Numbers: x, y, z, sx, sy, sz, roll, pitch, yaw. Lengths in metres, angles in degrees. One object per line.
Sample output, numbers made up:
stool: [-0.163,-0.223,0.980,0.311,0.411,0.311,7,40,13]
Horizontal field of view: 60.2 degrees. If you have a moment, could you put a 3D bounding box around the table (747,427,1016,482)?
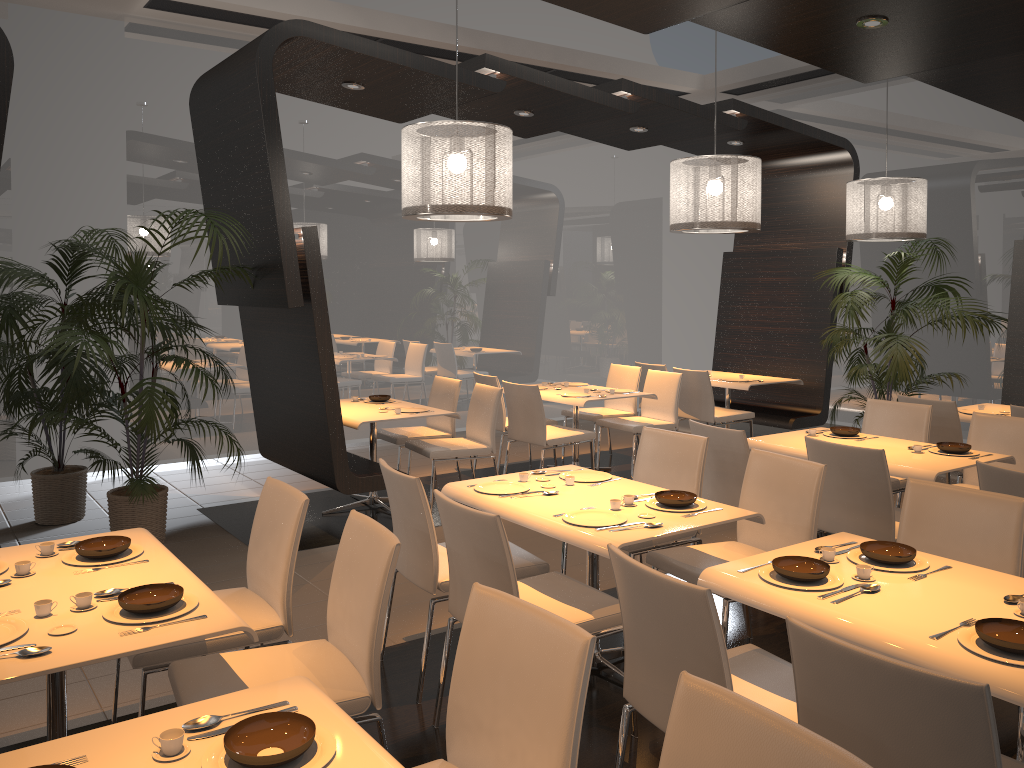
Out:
table: [2.077,0.696,4.928,1.054,0.723,1.151,-3,6,-35]

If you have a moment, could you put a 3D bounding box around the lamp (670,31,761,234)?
lamp: [1.431,-2.039,6.214,0.627,1.925,0.628,0,2,-7]

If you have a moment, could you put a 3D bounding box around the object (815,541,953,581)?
object: [1.158,0.544,2.820,0.304,0.044,0.366,-5,8,-36]

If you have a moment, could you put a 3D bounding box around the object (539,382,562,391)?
object: [0.254,0.020,7.624,0.335,0.038,0.378,-5,8,-41]

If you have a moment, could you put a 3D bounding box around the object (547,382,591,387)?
object: [0.493,-0.009,7.890,0.378,0.038,0.336,6,9,44]

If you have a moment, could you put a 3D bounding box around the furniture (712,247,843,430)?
furniture: [2.448,-0.504,8.807,0.758,1.670,1.406,-2,4,-35]

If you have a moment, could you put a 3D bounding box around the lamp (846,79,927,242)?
lamp: [3.147,-2.172,7.420,0.627,1.925,0.628,0,2,-3]

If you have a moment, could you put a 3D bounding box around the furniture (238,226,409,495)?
furniture: [-1.358,-0.207,6.131,0.758,1.670,1.406,-2,4,-35]

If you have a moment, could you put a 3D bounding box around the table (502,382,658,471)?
table: [0.543,0.413,7.511,0.801,0.723,1.151,-3,6,-35]

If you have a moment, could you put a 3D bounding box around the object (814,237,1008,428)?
object: [3.352,-0.280,7.719,1.505,2.054,1.566,-1,4,-22]

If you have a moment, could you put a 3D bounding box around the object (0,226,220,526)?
object: [-3.065,-0.101,6.125,1.561,2.054,1.510,1,4,17]

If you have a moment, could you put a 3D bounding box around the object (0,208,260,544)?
object: [-2.261,-0.018,5.366,1.564,2.054,1.508,-3,5,-41]

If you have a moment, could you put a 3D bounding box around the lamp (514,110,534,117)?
lamp: [0.095,-2.187,7.105,0.161,0.055,0.162,-5,8,-40]

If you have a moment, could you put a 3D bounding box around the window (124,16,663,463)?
window: [-0.669,-1.437,9.358,6.590,3.968,0.070,-4,4,-35]

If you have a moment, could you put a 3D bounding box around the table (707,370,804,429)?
table: [2.102,0.293,8.599,0.801,0.723,1.151,-3,6,-35]

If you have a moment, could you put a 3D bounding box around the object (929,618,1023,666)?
object: [1.253,0.619,2.136,0.304,0.044,0.366,-5,8,-36]

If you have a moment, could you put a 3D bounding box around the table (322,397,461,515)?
table: [-1.009,0.533,6.433,0.801,0.723,1.151,-3,6,-35]

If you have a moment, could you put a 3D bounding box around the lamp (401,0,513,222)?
lamp: [-0.311,-1.903,4.989,0.627,1.925,0.628,0,2,-7]

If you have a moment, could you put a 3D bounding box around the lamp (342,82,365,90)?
lamp: [-1.122,-2.120,6.247,0.160,0.054,0.161,-3,7,-29]

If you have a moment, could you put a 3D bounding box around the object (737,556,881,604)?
object: [0.906,0.563,2.650,0.304,0.044,0.366,-5,8,-36]

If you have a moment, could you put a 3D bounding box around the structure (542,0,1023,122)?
structure: [0.792,-1.074,3.035,10.679,1.731,2.910,-4,7,-35]

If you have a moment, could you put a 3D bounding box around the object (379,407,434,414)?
object: [-0.768,0.172,6.248,0.378,0.038,0.336,6,9,44]

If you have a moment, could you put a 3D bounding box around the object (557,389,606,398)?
object: [0.579,0.076,7.110,0.335,0.038,0.378,-5,8,-41]

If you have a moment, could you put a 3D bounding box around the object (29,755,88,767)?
object: [-0.757,0.695,1.457,0.304,0.044,0.366,-5,8,-36]

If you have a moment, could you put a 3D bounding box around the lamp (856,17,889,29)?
lamp: [1.942,-1.960,4.763,0.161,0.050,0.162,-3,7,-29]

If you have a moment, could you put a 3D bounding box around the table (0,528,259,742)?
table: [-1.317,0.959,2.559,0.801,0.723,1.151,-3,6,-35]

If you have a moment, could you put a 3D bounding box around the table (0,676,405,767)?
table: [-0.445,1.093,1.332,0.801,0.723,1.151,-3,6,-35]

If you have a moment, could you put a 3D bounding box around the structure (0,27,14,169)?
structure: [-5.322,-1.095,3.307,5.943,1.722,1.406,-4,5,-35]

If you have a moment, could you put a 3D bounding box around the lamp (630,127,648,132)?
lamp: [1.122,-2.267,7.827,0.161,0.055,0.162,-5,8,-40]

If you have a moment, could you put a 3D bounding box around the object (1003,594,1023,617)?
object: [1.521,0.595,2.351,0.304,0.044,0.366,-5,8,-36]

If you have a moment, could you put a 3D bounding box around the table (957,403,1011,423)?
table: [3.618,0.578,5.993,0.801,0.723,1.151,-3,6,-35]

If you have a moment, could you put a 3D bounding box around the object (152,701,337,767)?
object: [-0.491,0.673,1.656,0.304,0.044,0.366,-5,8,-36]

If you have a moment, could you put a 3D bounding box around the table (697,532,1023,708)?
table: [1.227,0.963,2.502,0.801,0.723,1.151,-3,6,-35]

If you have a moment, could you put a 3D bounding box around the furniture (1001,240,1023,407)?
furniture: [4.638,-0.172,5.776,0.758,1.669,2.910,-2,5,-35]

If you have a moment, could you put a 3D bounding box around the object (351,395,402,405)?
object: [-1.048,0.114,6.752,0.304,0.044,0.366,-5,8,-36]

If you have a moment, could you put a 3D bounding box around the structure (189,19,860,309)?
structure: [0.536,-1.551,7.425,5.943,1.722,1.406,-4,5,-35]

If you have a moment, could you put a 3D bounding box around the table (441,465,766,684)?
table: [0.338,0.832,3.701,0.801,0.723,1.151,-3,6,-35]

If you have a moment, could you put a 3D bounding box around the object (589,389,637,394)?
object: [0.836,0.047,7.378,0.378,0.038,0.336,6,9,44]

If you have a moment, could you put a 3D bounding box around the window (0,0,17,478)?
window: [-6.558,-0.978,5.218,6.590,3.968,0.070,-4,4,-35]

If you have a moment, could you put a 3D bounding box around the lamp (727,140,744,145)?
lamp: [2.166,-2.349,8.560,0.161,0.055,0.162,-5,8,-40]

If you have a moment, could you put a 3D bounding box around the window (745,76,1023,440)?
window: [4.706,-1.336,8.407,0.070,3.966,6.601,-1,5,-35]
